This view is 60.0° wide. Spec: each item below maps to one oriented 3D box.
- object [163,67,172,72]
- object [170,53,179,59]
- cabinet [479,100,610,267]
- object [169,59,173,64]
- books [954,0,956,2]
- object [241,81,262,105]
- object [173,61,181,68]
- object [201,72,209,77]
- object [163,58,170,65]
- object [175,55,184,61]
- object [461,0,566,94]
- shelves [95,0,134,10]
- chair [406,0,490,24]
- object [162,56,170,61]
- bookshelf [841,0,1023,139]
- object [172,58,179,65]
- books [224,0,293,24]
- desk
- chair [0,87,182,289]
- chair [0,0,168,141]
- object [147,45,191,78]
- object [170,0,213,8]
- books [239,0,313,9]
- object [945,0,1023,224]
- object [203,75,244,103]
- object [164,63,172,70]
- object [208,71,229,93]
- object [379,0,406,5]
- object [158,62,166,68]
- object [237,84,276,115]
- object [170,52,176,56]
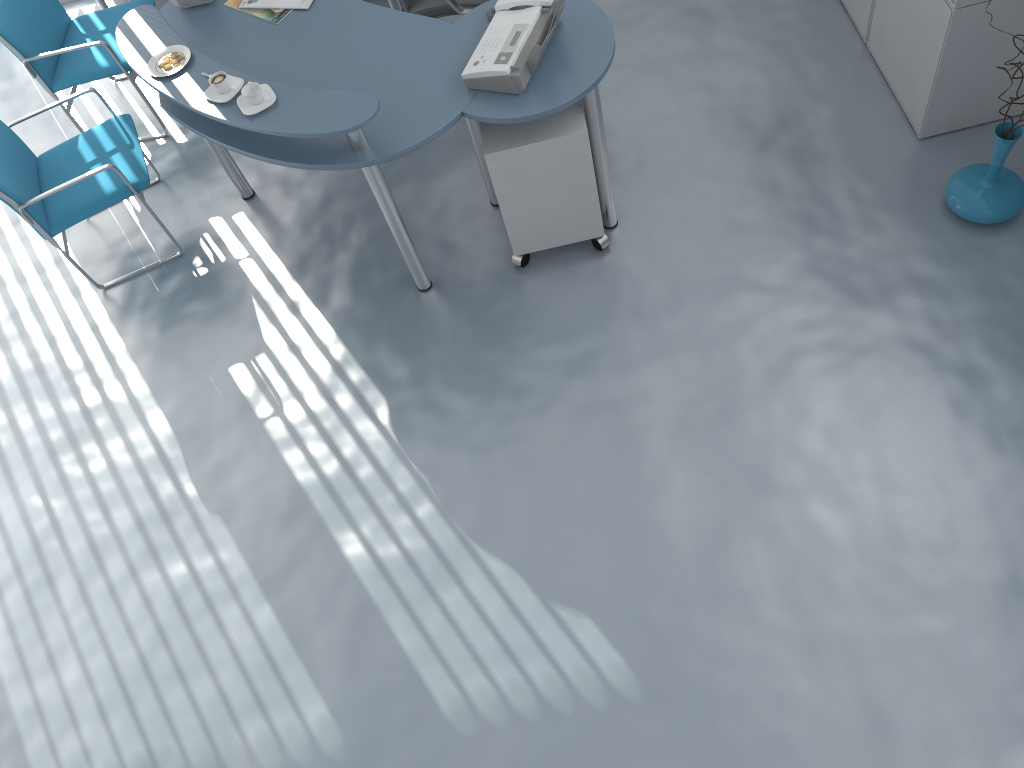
[{"bbox_3d":[-1.170,-1.074,3.012,0.027,0.005,0.025,-37,59,-10],"label":"object"},{"bbox_3d":[-1.155,-1.121,3.031,0.025,0.005,0.027,30,70,26],"label":"object"},{"bbox_3d":[0.107,-0.855,3.307,0.383,0.605,0.559,-11,58,6],"label":"cabinet"},{"bbox_3d":[-1.159,-1.101,3.025,0.025,0.005,0.027,-25,57,-3],"label":"object"},{"bbox_3d":[1.516,-1.315,2.825,0.178,0.163,0.032,-13,58,5],"label":"books"},{"bbox_3d":[-0.815,-0.921,2.810,0.062,0.049,0.078,6,61,16],"label":"object"},{"bbox_3d":[-1.138,-1.084,3.011,0.027,0.005,0.025,-22,57,-1],"label":"object"},{"bbox_3d":[-0.995,-1.019,2.933,0.119,0.021,0.025,31,70,27],"label":"object"},{"bbox_3d":[-1.178,-1.101,3.024,0.025,0.005,0.027,-9,58,8],"label":"object"},{"bbox_3d":[-1.134,-1.113,3.027,0.025,0.005,0.027,-41,60,-12],"label":"object"},{"bbox_3d":[0.016,-1.172,2.808,0.399,0.280,0.405,14,64,20],"label":"object"},{"bbox_3d":[-1.848,-2.372,4.517,0.896,0.848,0.441,-12,58,5],"label":"shelves"},{"bbox_3d":[-0.145,-1.796,3.723,0.652,0.948,0.584,-9,58,8],"label":"chair"},{"bbox_3d":[-1.185,-1.116,3.040,0.027,0.005,0.025,25,68,25],"label":"object"},{"bbox_3d":[1.529,-2.235,3.482,0.521,1.141,2.294,-13,58,5],"label":"bookshelf"},{"bbox_3d":[-1.145,-1.097,3.014,0.025,0.005,0.027,-20,57,0],"label":"object"},{"bbox_3d":[-0.925,-1.464,3.361,0.300,0.005,0.200,28,69,26],"label":"books"},{"bbox_3d":[-0.680,-1.280,3.564,1.402,0.900,2.282,-34,58,-8],"label":"desk"},{"bbox_3d":[-1.773,-0.849,3.672,0.543,0.707,0.542,-26,57,-3],"label":"chair"},{"bbox_3d":[-1.933,-1.568,4.138,0.543,0.707,0.542,-9,58,8],"label":"chair"},{"bbox_3d":[-1.167,-1.098,3.024,0.162,0.011,0.162,26,68,25],"label":"object"},{"bbox_3d":[-1.272,-1.679,3.409,0.197,0.273,0.392,-9,58,8],"label":"object"},{"bbox_3d":[-0.866,-1.488,3.360,0.300,0.010,0.200,9,62,18],"label":"books"},{"bbox_3d":[1.594,-0.860,2.752,0.312,0.972,0.357,-34,58,-8],"label":"object"},{"bbox_3d":[-0.936,-0.958,2.888,0.119,0.016,0.119,21,66,23],"label":"object"},{"bbox_3d":[-1.168,-1.077,3.008,0.027,0.005,0.025,-30,58,-6],"label":"object"},{"bbox_3d":[-0.943,-0.976,2.872,0.062,0.049,0.078,-21,57,0],"label":"object"},{"bbox_3d":[-0.692,-2.138,4.365,0.471,0.422,0.199,19,65,22],"label":"object"},{"bbox_3d":[-1.192,-1.089,3.026,0.027,0.005,0.025,20,66,23],"label":"object"},{"bbox_3d":[-0.812,-0.902,2.826,0.119,0.016,0.119,-31,58,-6],"label":"object"},{"bbox_3d":[-1.160,-1.129,3.043,0.025,0.005,0.027,-41,59,-12],"label":"object"}]
